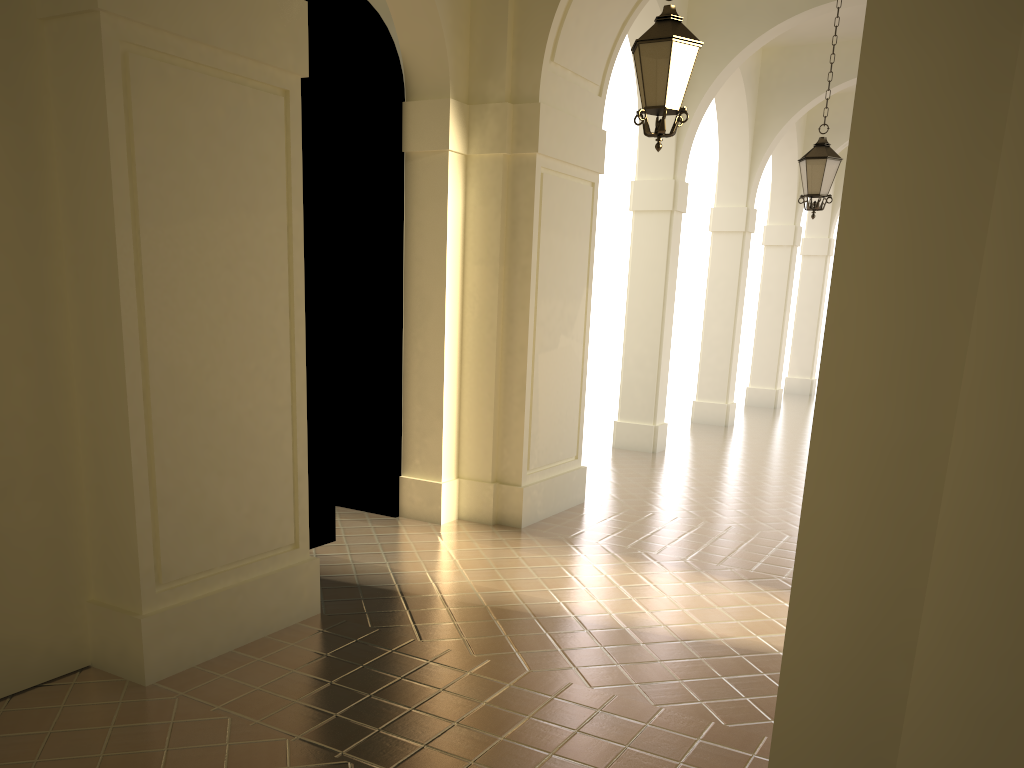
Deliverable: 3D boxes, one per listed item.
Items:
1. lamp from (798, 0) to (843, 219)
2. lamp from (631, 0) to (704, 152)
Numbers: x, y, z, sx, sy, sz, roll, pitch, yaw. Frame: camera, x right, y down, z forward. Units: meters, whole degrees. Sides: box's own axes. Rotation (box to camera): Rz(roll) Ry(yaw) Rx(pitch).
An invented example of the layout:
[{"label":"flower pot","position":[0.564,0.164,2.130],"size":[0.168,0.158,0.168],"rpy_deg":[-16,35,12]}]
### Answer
[{"label":"lamp","position":[3.588,-3.586,9.826],"size":[0.504,3.436,0.431],"rpy_deg":[10,16,28]},{"label":"lamp","position":[1.068,-3.248,5.568],"size":[0.442,3.436,0.491],"rpy_deg":[2,14,0]}]
